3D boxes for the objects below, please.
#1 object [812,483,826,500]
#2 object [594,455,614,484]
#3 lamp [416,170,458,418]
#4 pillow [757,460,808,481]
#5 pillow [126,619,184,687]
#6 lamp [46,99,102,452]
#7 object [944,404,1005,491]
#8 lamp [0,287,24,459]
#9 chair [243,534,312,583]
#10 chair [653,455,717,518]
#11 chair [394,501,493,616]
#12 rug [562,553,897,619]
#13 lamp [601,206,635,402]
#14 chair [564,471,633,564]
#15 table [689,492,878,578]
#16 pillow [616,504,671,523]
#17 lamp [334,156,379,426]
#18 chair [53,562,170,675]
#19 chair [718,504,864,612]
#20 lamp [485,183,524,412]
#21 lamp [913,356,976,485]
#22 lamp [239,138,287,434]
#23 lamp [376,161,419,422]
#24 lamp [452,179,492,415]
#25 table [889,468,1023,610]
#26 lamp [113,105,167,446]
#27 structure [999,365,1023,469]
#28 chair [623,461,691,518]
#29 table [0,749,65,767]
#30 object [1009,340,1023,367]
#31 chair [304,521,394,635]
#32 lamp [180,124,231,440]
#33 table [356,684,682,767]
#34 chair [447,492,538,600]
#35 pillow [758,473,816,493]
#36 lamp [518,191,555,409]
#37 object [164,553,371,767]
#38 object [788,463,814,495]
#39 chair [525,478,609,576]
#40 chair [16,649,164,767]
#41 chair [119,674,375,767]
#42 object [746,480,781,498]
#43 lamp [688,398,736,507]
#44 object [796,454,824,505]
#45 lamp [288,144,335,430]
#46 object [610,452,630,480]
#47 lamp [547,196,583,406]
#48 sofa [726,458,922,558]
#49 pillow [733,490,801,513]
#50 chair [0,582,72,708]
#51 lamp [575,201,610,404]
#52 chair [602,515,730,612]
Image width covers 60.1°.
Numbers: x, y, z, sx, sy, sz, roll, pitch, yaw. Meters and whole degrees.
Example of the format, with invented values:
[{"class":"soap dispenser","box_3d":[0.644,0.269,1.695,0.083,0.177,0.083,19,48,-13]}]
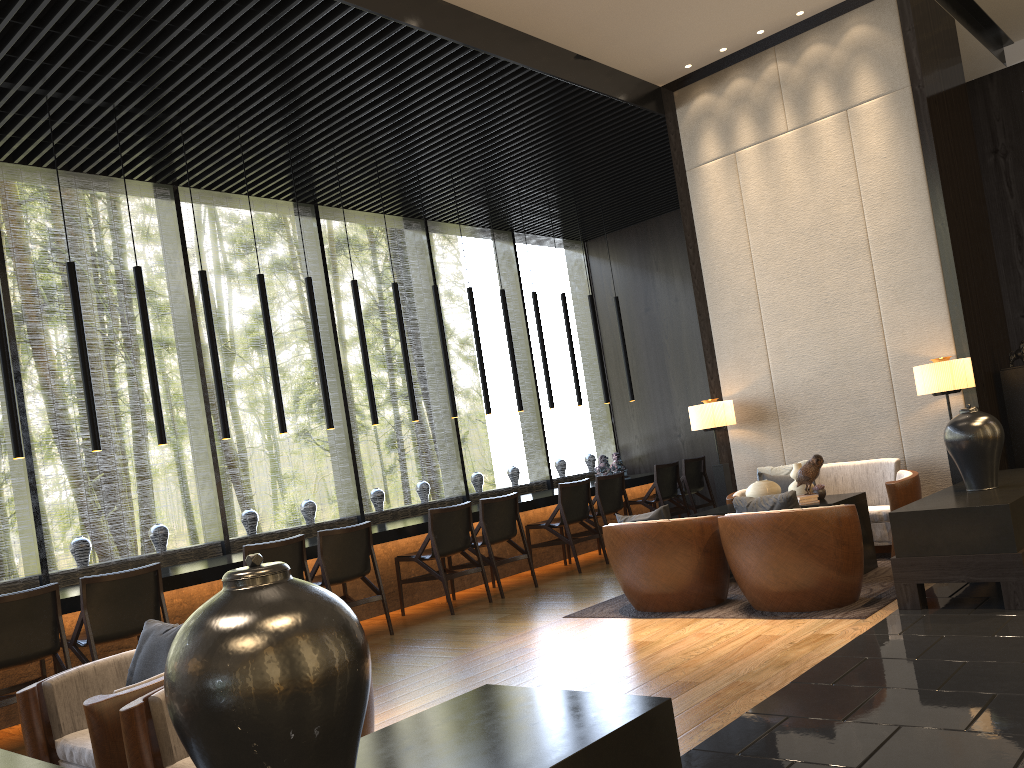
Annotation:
[{"class":"object","box_3d":[2.076,0.723,5.986,0.091,0.112,0.091,-9,-3,4]},{"class":"object","box_3d":[0.992,0.920,9.578,0.208,0.310,0.162,-10,-2,21]},{"class":"lamp","box_3d":[-0.722,-0.876,8.355,0.060,2.416,0.060,-10,-2,36]},{"class":"pillow","box_3d":[2.168,0.829,7.021,0.434,0.399,0.201,-10,-3,20]},{"class":"pillow","box_3d":[-1.295,1.075,3.322,0.401,0.361,0.221,-12,-4,42]},{"class":"lamp","box_3d":[-2.922,-0.749,5.871,0.060,2.416,0.060,-10,-2,36]},{"class":"object","box_3d":[2.670,0.361,5.102,0.313,0.492,0.311,-10,-3,30]},{"class":"lamp","box_3d":[-3.238,-0.731,5.514,0.060,2.416,0.060,-7,-2,-44]},{"class":"chair","box_3d":[-1.637,1.460,5.919,0.566,0.825,0.524,-11,-3,41]},{"class":"chair","box_3d":[1.943,1.255,9.961,0.566,0.825,0.524,-11,-3,41]},{"class":"chair","box_3d":[-0.570,1.399,7.123,0.566,0.825,0.524,-11,-3,41]},{"class":"rug","box_3d":[1.828,1.353,6.117,2.053,0.008,2.234,-13,-7,41]},{"class":"lamp","box_3d":[1.248,-0.989,10.580,0.060,2.416,0.060,-10,-2,36]},{"class":"chair","box_3d":[0.876,1.316,8.757,0.566,0.825,0.524,-11,-3,41]},{"class":"table","box_3d":[1.871,1.087,6.141,1.048,0.516,0.573,-13,-5,41]},{"class":"pillow","box_3d":[0.847,0.945,5.618,0.204,0.337,0.444,-7,-4,-42]},{"class":"lamp","box_3d":[-1.357,-0.839,7.638,0.060,2.416,0.060,-10,-2,36]},{"class":"chair","box_3d":[-2.307,1.499,5.163,0.566,0.825,0.524,-11,-3,41]},{"class":"chair","box_3d":[1.590,1.003,5.130,0.808,0.603,0.604,-12,-5,42]},{"class":"lamp","box_3d":[-0.095,-0.912,9.063,0.060,2.416,0.060,-10,-2,36]},{"class":"lamp","box_3d":[3.156,0.482,6.286,0.375,1.348,0.375,-9,-2,-1]},{"class":"lamp","box_3d":[-1.969,-0.804,6.947,0.060,2.416,0.060,-7,-2,-44]},{"class":"lamp","box_3d":[-1.051,-0.857,7.984,0.060,2.416,0.060,-10,-2,36]},{"class":"lamp","box_3d":[-0.411,-0.893,8.706,0.060,2.416,0.060,-10,-2,36]},{"class":"table","box_3d":[2.873,0.847,5.196,0.623,0.512,1.954,-12,-6,41]},{"class":"lamp","box_3d":[-2.622,-0.767,6.210,0.060,2.416,0.060,-7,-2,-44]},{"class":"structure","box_3d":[3.973,0.462,6.744,0.241,1.216,0.239,-10,-2,41]},{"class":"chair","box_3d":[1.563,1.277,9.532,0.566,0.825,0.524,-11,-3,41]},{"class":"table","box_3d":[-1.575,1.285,2.250,1.048,0.516,0.573,-13,-5,41]},{"class":"object","box_3d":[3.866,-0.243,6.744,0.162,0.217,0.102,-10,-3,30]},{"class":"chair","box_3d":[-1.257,1.439,6.348,0.566,0.825,0.524,-11,-3,41]},{"class":"lamp","box_3d":[-2.295,-0.785,6.578,0.060,2.416,0.060,-10,-2,36]},{"class":"table","box_3d":[-0.460,1.038,1.432,0.623,0.512,1.954,-12,-6,41]},{"class":"chair","box_3d":[-0.191,1.377,7.552,0.566,0.825,0.524,-11,-3,41]},{"class":"pillow","box_3d":[2.143,0.837,6.837,0.474,0.360,0.218,-12,-4,38]},{"class":"lamp","box_3d":[0.241,-0.931,9.442,0.060,2.416,0.060,-10,-2,36]},{"class":"object","box_3d":[-0.369,0.511,1.385,0.310,0.492,0.313,-7,-3,-30]},{"class":"object","box_3d":[1.976,0.672,6.072,0.174,0.257,0.175,-7,-3,-29]},{"class":"chair","box_3d":[0.496,1.338,8.328,0.566,0.825,0.524,-11,-3,41]},{"class":"chair","box_3d":[-1.340,1.293,3.228,0.808,0.603,0.604,-12,-5,42]},{"class":"chair","box_3d":[-0.711,1.146,2.659,0.808,0.603,0.604,-12,-5,42]},{"class":"object","box_3d":[1.777,0.766,6.257,0.245,0.167,0.246,-9,-4,-1]},{"class":"lamp","box_3d":[1.787,0.801,7.525,0.374,1.348,0.376,-8,-2,-19]},{"class":"object","box_3d":[1.969,0.631,5.887,0.229,0.309,0.174,-9,-2,-3]},{"class":"lamp","box_3d":[-1.669,-0.821,7.285,0.060,2.416,0.060,-10,-2,36]},{"class":"object","box_3d":[1.160,0.908,9.762,0.163,0.312,0.210,-8,-3,-24]},{"class":"lamp","box_3d":[0.571,-0.950,9.815,0.060,2.416,0.060,-10,-2,36]},{"class":"sofa","box_3d":[2.378,0.973,6.719,1.457,0.692,0.601,-13,-5,41]},{"class":"pillow","box_3d":[1.478,0.794,5.049,0.401,0.361,0.221,-12,-4,42]},{"class":"chair","box_3d":[-2.687,1.521,4.734,0.566,0.825,0.524,-11,-3,41]},{"class":"lamp","box_3d":[0.906,-0.969,10.194,0.060,2.416,0.060,-10,-2,36]},{"class":"chair","box_3d":[0.961,1.150,5.700,0.808,0.603,0.604,-12,-5,42]}]
